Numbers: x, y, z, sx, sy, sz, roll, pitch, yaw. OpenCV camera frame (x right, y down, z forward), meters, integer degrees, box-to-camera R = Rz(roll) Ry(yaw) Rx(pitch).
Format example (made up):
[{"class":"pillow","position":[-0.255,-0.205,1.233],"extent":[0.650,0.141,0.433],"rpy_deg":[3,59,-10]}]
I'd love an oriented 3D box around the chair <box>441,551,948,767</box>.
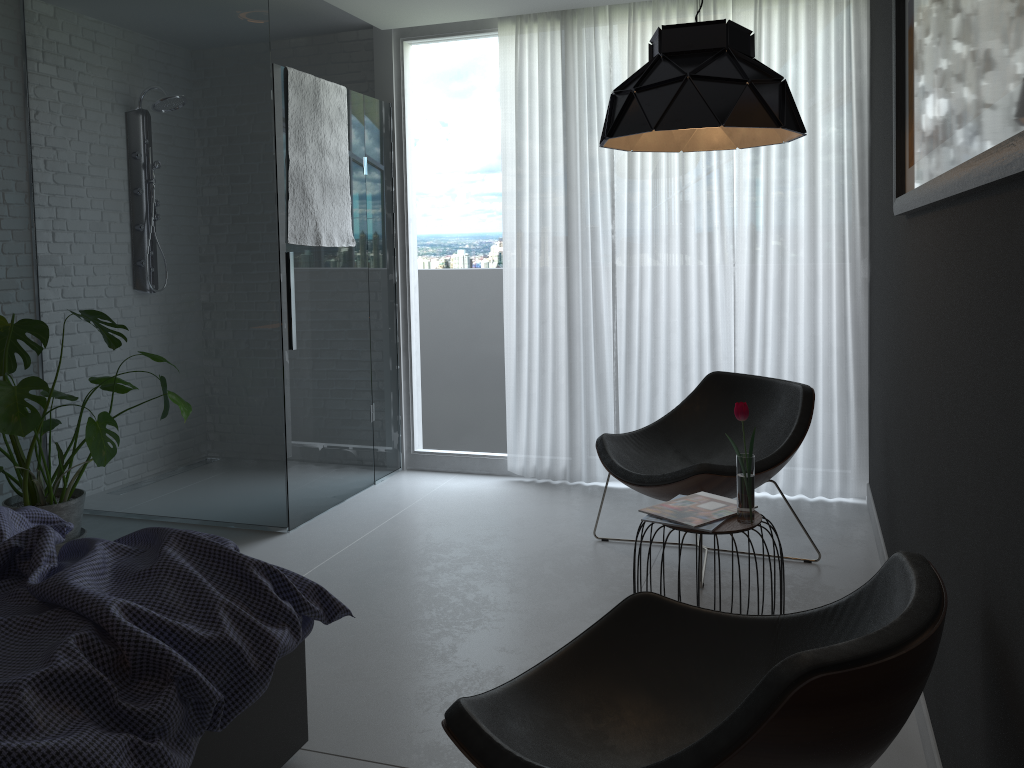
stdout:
[{"class":"chair","position":[0.336,0.657,1.612],"extent":[0.815,0.687,0.794],"rpy_deg":[4,8,39]}]

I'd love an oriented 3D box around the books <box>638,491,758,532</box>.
[{"class":"books","position":[-3.344,0.677,2.544],"extent":[8.235,0.370,0.408],"rpy_deg":[-2,6,-3]}]

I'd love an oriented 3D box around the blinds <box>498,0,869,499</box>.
[{"class":"blinds","position":[0.824,-0.800,4.492],"extent":[1.853,2.684,0.137],"rpy_deg":[1,4,19]}]

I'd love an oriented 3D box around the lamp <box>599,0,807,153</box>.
[{"class":"lamp","position":[0.549,-1.172,2.604],"extent":[0.583,0.898,0.611],"rpy_deg":[2,6,36]}]

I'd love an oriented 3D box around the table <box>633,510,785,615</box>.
[{"class":"table","position":[0.600,0.616,2.712],"extent":[0.450,0.433,0.454],"rpy_deg":[-2,6,-4]}]

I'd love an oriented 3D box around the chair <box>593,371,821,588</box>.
[{"class":"chair","position":[0.804,0.341,3.662],"extent":[0.816,0.687,0.794],"rpy_deg":[-5,7,-29]}]

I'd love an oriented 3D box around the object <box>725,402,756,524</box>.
[{"class":"object","position":[0.680,0.233,2.612],"extent":[0.077,0.354,0.066],"rpy_deg":[-4,5,-39]}]

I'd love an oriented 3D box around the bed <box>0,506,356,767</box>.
[{"class":"bed","position":[-1.861,0.005,1.735],"extent":[2.608,2.032,2.577],"rpy_deg":[1,7,18]}]

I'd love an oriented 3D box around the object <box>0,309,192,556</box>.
[{"class":"object","position":[-1.840,0.218,3.646],"extent":[0.853,1.043,0.995],"rpy_deg":[3,7,37]}]

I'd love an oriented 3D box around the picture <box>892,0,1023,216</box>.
[{"class":"picture","position":[0.852,-0.724,1.729],"extent":[0.041,0.718,1.964],"rpy_deg":[0,8,19]}]
